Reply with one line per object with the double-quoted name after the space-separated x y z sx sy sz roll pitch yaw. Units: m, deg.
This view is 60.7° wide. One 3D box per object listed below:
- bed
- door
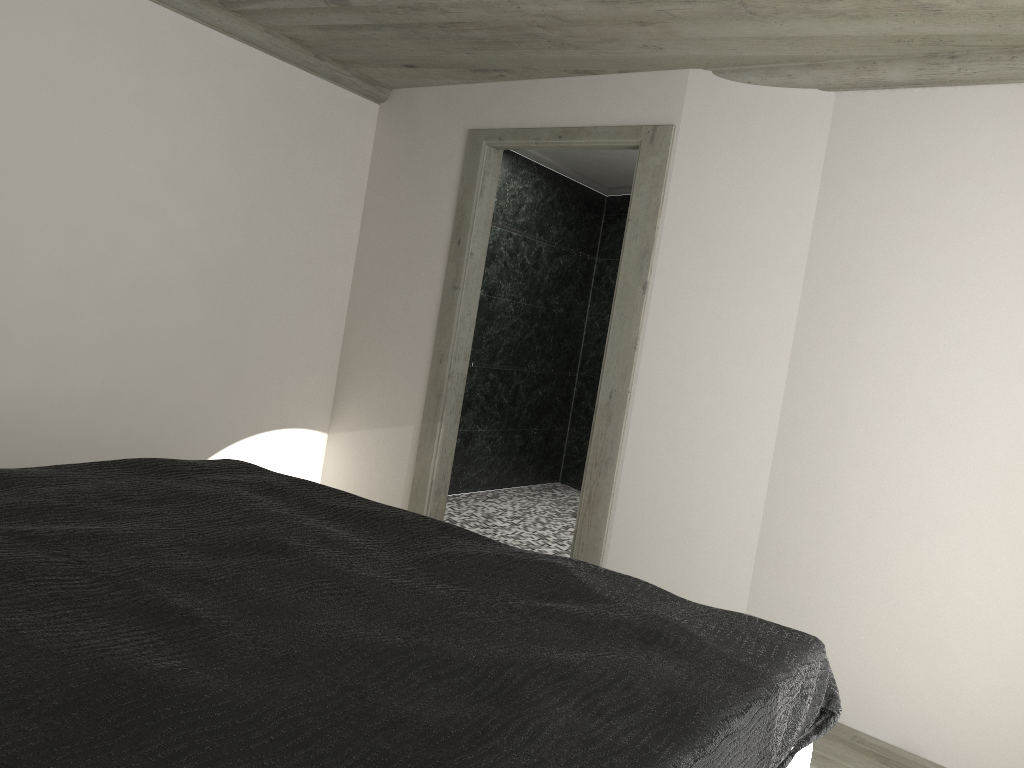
-0.875 0.364 1.487 2.333 1.621 3.237 11 4 31 "bed"
0.435 -0.104 5.147 1.392 2.512 1.126 11 3 40 "door"
